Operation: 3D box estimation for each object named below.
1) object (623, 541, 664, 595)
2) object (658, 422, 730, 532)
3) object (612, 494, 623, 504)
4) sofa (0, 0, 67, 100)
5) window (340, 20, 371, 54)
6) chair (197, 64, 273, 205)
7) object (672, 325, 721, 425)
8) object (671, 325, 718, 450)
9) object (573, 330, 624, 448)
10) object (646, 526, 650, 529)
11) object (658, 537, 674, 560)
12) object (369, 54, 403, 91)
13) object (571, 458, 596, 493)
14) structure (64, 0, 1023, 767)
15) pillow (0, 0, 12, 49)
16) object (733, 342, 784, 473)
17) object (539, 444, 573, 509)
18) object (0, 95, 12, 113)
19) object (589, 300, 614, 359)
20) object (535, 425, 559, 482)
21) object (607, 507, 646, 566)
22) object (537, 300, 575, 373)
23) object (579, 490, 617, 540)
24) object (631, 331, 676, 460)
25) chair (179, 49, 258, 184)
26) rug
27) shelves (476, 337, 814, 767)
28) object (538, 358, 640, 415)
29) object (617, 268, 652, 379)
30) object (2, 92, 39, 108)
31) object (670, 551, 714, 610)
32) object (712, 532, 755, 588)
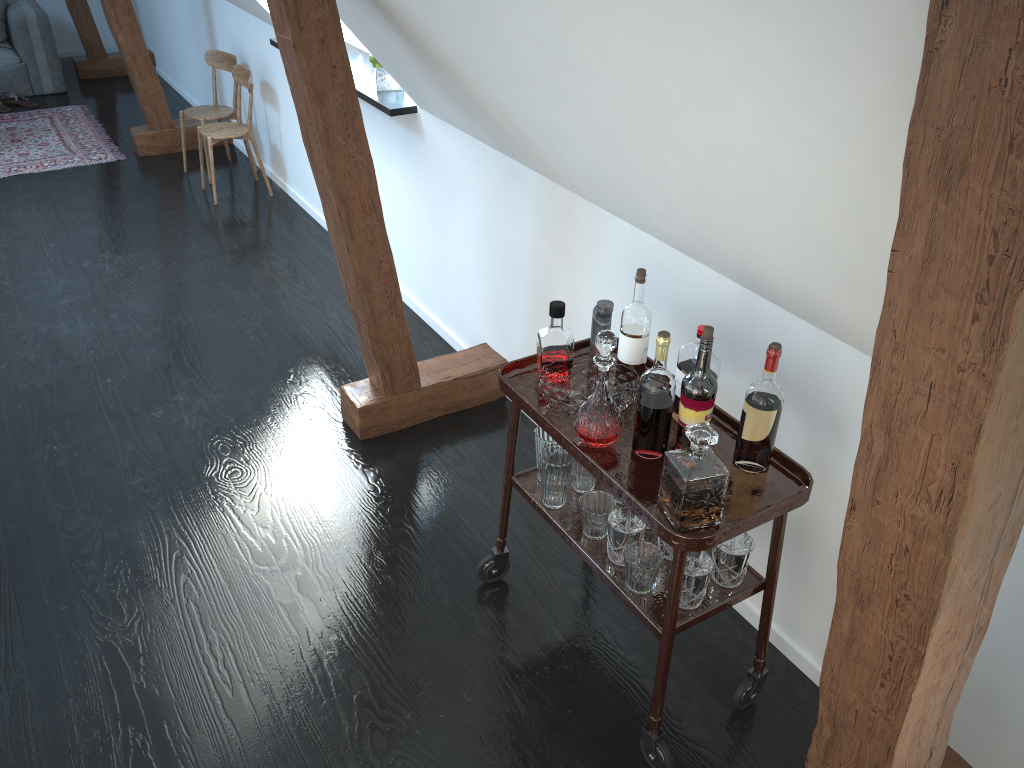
[{"bbox_3d":[0.301,0.432,2.059,0.092,0.099,0.092,22,38,29],"label":"object"},{"bbox_3d":[0.368,0.179,1.782,0.101,0.211,0.101,-8,34,-14],"label":"object"},{"bbox_3d":[0.298,0.259,2.328,0.092,0.099,0.092,22,38,29],"label":"object"},{"bbox_3d":[-4.819,-2.552,6.643,2.458,0.770,1.107,-17,37,-27],"label":"sofa"},{"bbox_3d":[-2.079,-1.658,0.370,5.959,4.249,8.018,-17,37,-27],"label":"window"},{"bbox_3d":[-1.623,-1.430,5.079,0.342,0.696,0.329,-16,37,-26],"label":"chair"},{"bbox_3d":[0.427,-0.017,2.051,0.067,0.257,0.099,-14,36,-23],"label":"object"},{"bbox_3d":[0.403,0.022,1.919,0.080,0.329,0.080,-24,41,-34],"label":"object"},{"bbox_3d":[0.199,0.010,1.966,0.114,0.292,0.114,19,36,25],"label":"object"},{"bbox_3d":[0.355,0.301,2.246,0.095,0.119,0.095,12,34,16],"label":"object"},{"bbox_3d":[0.399,0.363,2.151,0.095,0.119,0.095,12,34,16],"label":"object"},{"bbox_3d":[-0.560,-1.422,3.563,0.309,0.461,0.131,-6,33,-12],"label":"object"},{"bbox_3d":[0.193,0.210,2.349,0.087,0.155,0.087,19,37,25],"label":"object"},{"bbox_3d":[-0.147,-0.603,2.699,1.023,1.963,12.350,-17,37,-27],"label":"structure"},{"bbox_3d":[-4.748,-2.661,6.487,2.075,0.515,0.444,-17,37,-27],"label":"pillow"},{"bbox_3d":[0.540,0.047,1.908,0.081,0.308,0.081,-23,40,-33],"label":"object"},{"bbox_3d":[0.112,0.244,2.293,0.087,0.155,0.087,19,37,25],"label":"object"},{"bbox_3d":[-3.807,-2.088,6.581,0.101,0.090,0.277,-26,42,-36],"label":"object"},{"bbox_3d":[0.229,-0.128,2.287,0.052,0.182,0.135,4,33,4],"label":"object"},{"bbox_3d":[0.101,0.190,2.376,0.087,0.155,0.087,19,37,25],"label":"object"},{"bbox_3d":[0.272,0.371,2.133,0.095,0.119,0.095,12,34,16],"label":"object"},{"bbox_3d":[0.109,-0.110,2.227,0.087,0.206,0.087,-2,33,-6],"label":"object"},{"bbox_3d":[0.210,0.331,2.212,0.092,0.099,0.092,22,38,29],"label":"object"},{"bbox_3d":[0.316,0.021,1.941,0.081,0.307,0.081,-14,36,-22],"label":"object"},{"bbox_3d":[-1.817,-1.625,5.375,0.329,0.696,0.342,26,40,33],"label":"chair"},{"bbox_3d":[-3.966,-1.434,5.625,2.647,0.029,1.512,-17,37,-27],"label":"rug"},{"bbox_3d":[0.307,0.398,2.271,0.438,0.732,0.803,-20,38,-30],"label":"shelves"},{"bbox_3d":[0.185,0.013,2.143,0.245,0.092,0.151,0,33,-3],"label":"object"},{"bbox_3d":[0.301,-0.133,2.168,0.073,0.320,0.073,-24,41,-34],"label":"object"},{"bbox_3d":[-3.691,-2.145,6.675,0.277,0.090,0.101,9,33,12],"label":"object"},{"bbox_3d":[0.403,0.447,2.020,0.095,0.119,0.095,12,34,16],"label":"object"},{"bbox_3d":[0.512,0.411,2.080,0.095,0.119,0.095,12,34,16],"label":"object"}]
